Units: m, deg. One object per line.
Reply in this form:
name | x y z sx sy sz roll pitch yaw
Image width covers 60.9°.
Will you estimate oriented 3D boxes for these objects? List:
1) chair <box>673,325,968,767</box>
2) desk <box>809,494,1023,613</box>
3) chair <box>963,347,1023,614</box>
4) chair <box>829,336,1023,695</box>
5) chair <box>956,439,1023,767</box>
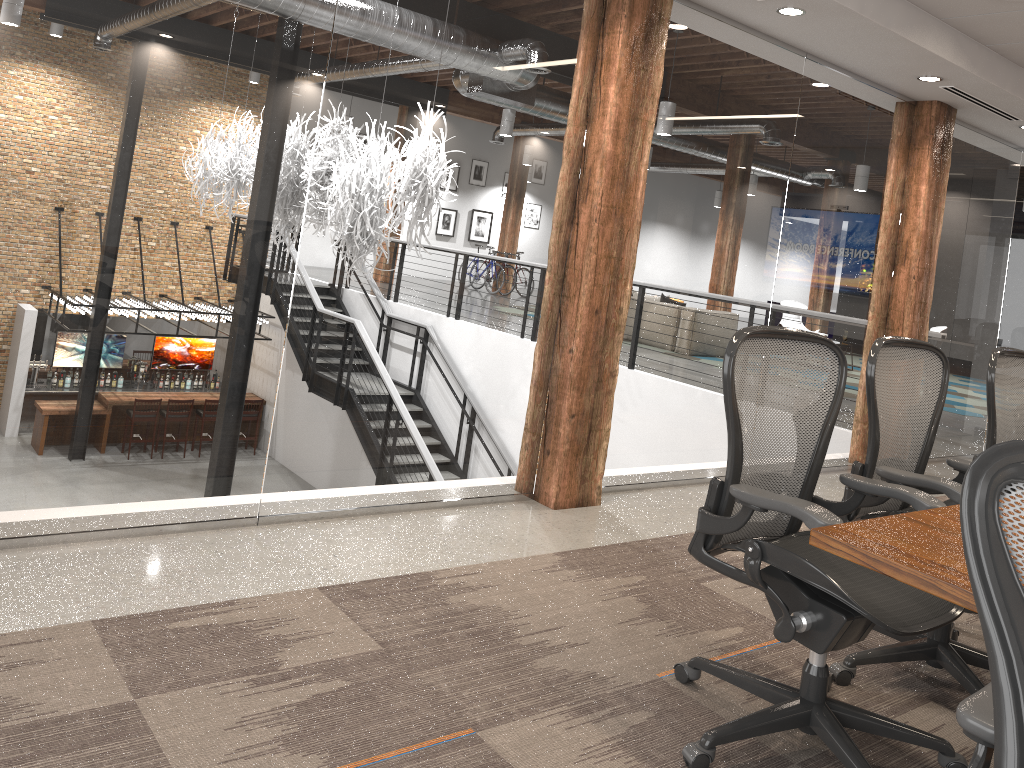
chair | 0.878 0.424 2.373 0.801 1.089 0.765 9 2 24
desk | 3.283 0.841 2.987 5.982 0.751 1.432 1 10 -39
chair | 2.140 0.454 3.326 0.773 1.089 0.793 10 3 40
chair | 1.480 0.425 2.907 0.804 1.089 0.763 10 2 32
chair | 0.855 0.636 1.060 0.779 1.089 0.787 9 2 24
